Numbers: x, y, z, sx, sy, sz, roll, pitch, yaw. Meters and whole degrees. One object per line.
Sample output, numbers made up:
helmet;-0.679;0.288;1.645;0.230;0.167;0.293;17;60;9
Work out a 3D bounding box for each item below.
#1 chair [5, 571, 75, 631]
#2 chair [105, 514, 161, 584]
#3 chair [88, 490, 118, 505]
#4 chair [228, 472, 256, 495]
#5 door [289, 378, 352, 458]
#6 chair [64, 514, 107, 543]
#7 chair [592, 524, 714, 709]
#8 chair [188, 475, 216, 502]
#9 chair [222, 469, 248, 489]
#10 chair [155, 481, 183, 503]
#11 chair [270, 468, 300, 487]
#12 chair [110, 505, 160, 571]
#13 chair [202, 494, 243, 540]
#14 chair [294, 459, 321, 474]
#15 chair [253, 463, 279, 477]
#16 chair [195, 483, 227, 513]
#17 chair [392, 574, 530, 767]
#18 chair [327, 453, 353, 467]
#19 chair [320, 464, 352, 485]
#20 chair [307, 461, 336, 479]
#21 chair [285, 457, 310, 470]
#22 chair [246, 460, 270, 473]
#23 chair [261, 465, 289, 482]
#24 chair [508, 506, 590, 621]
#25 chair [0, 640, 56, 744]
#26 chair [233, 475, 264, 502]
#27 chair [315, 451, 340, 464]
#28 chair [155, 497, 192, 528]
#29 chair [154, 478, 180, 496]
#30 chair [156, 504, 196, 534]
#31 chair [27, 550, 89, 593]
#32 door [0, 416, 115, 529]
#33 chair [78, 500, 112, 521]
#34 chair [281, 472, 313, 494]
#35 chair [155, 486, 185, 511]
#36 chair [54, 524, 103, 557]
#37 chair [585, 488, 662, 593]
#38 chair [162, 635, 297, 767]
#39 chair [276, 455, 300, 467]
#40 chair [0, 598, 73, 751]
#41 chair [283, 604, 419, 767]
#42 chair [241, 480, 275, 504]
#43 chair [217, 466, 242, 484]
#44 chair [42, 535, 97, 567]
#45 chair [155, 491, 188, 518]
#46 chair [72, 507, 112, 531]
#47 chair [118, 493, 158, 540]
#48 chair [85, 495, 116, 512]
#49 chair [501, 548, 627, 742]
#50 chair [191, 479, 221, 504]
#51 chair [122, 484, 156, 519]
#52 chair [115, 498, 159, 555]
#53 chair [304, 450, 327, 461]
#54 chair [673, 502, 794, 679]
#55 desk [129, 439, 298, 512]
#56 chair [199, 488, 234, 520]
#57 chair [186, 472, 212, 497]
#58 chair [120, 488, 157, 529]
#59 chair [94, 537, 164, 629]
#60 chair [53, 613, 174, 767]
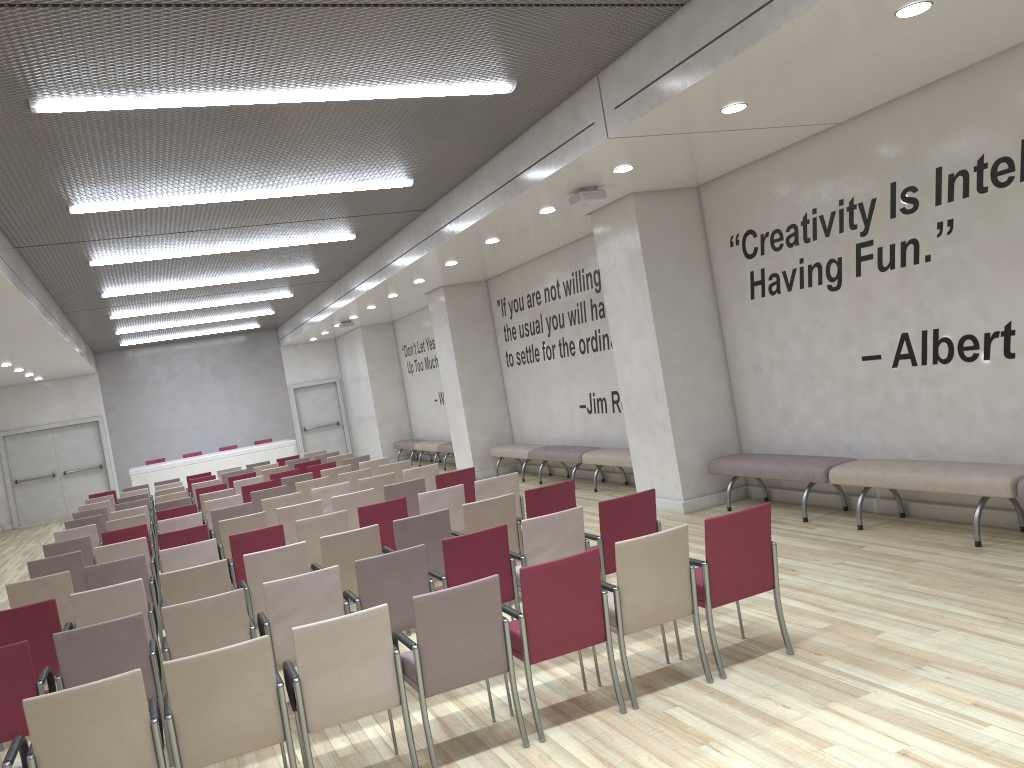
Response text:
chair;-3.690;1.943;7.121;0.513;0.890;0.640;-10;1;-21
chair;-4.592;2.028;10.735;0.513;0.890;0.640;-10;1;-22
chair;-7.406;2.402;16.217;0.513;0.890;0.640;-10;1;-22
chair;-4.459;1.929;14.777;0.513;0.890;0.640;-10;1;-23
door;-5.327;1.120;24.757;1.400;2.400;0.200;-10;1;-22
chair;-5.547;2.173;11.679;0.513;0.890;0.640;-10;1;-21
chair;0.705;1.237;4.953;0.513;0.890;0.640;-10;1;-22
chair;-5.431;2.076;15.723;0.513;0.890;0.640;-10;1;-22
chair;-4.927;1.986;15.916;0.513;0.890;0.640;-10;1;-22
chair;-5.940;2.167;15.508;0.513;0.890;0.640;-10;1;-23
chair;-3.513;1.785;13.840;0.513;0.890;0.640;-10;1;-22
chair;-5.044;2.083;11.872;0.513;0.890;0.640;-10;1;-22
chair;-3.591;1.850;11.163;0.513;0.890;0.640;-10;1;-23
chair;-3.477;1.753;15.198;0.513;0.890;0.640;-10;1;-22
chair;-4.437;1.899;16.132;0.513;0.890;0.640;-10;1;-23
chair;-4.508;1.962;13.445;0.513;0.890;0.640;-10;1;-23
chair;-0.305;1.417;4.529;0.513;0.890;0.640;-10;1;-23
chair;-2.976;1.664;15.403;0.513;0.890;0.640;-10;1;-23
chair;-2.548;1.639;12.914;0.513;0.890;0.640;-10;1;-23
chair;-2.998;1.694;14.064;0.513;0.890;0.640;-10;1;-22
chair;-3.923;1.808;16.331;0.513;0.890;0.640;-10;1;-22
chair;-4.897;1.956;17.258;0.513;0.890;0.640;-10;1;-21
chair;-3.974;1.842;14.990;0.513;0.890;0.640;-10;1;-23
chair;0.232;1.296;6.086;0.513;0.890;0.640;-10;1;-22
chair;-2.784;1.832;4.848;0.513;0.890;0.640;-10;1;-23
chair;-4.011;1.874;13.642;0.513;0.890;0.640;-10;1;-22
chair;-3.422;1.719;16.536;0.513;0.890;0.640;-10;1;-22
chair;-4.544;1.994;12.081;0.513;0.890;0.640;-10;1;-22
chair;-6.405;2.224;16.647;0.513;0.890;0.640;-10;1;-21
chair;-4.083;1.937;10.945;0.513;0.890;0.640;-10;1;-22
chair;-4.161;2.002;8.265;0.513;0.890;0.640;-10;1;-23
door;-11.363;2.194;22.249;2.373;2.400;0.200;-10;1;-22
chair;-6.477;2.288;13.939;0.513;0.890;0.640;-10;1;-21
chair;-3.054;1.729;12.712;0.513;0.890;0.640;-10;1;-22
chair;-5.481;2.110;14.366;0.513;0.890;0.640;-10;1;-23
chair;-5.088;2.116;10.531;0.513;0.890;0.640;-10;1;-22
chair;0.745;1.205;6.295;0.513;0.890;0.640;-10;1;-23
chair;-1.313;1.596;4.118;0.513;0.890;0.640;-10;1;-22
chair;-4.384;1.864;17.473;0.513;0.890;0.640;-10;1;-23
chair;-3.224;1.886;5.982;0.513;0.890;0.640;-10;1;-23
chair;-0.814;1.507;4.327;0.513;0.890;0.640;-10;1;-21
chair;-3.549;1.817;12.513;0.513;0.890;0.640;-10;1;-23
chair;-5.389;2.043;17.064;0.513;0.890;0.640;-10;1;-22
chair;-4.619;2.058;9.401;0.513;0.890;0.640;-10;1;-22
chair;-5.012;2.052;13.224;0.513;0.890;0.640;-10;1;-22
chair;-6.014;2.230;12.814;0.513;0.890;0.640;-10;1;-23
chair;-5.971;2.198;14.151;0.513;0.890;0.640;-10;1;-23
chair;-6.938;2.344;15.092;0.513;0.890;0.640;-10;1;-23
chair;0.206;1.326;4.744;0.513;0.890;0.640;-10;1;-22
chair;-4.966;2.019;14.568;0.513;0.890;0.640;-10;1;-22
chair;-6.895;2.311;16.431;0.513;0.890;0.640;-10;1;-22
chair;-5.506;2.140;13.018;0.513;0.890;0.640;-10;1;-23
chair;-3.897;1.778;17.670;0.513;0.890;0.640;-10;1;-22
chair;1.208;1.148;5.157;0.513;0.890;0.640;-10;1;-23
desk;-6.908;2.154;20.770;3.651;1.042;1.456;-10;1;-22
chair;-4.037;1.904;12.289;0.513;0.890;0.640;-10;1;-22
chair;-5.895;2.133;16.850;0.513;0.890;0.640;-10;1;-23
chair;-6.433;2.255;15.290;0.513;0.890;0.640;-10;1;-22
chair;-3.649;1.911;8.462;0.513;0.890;0.640;-10;1;-22
chair;-2.268;1.741;5.062;0.513;0.890;0.640;-10;1;-22
